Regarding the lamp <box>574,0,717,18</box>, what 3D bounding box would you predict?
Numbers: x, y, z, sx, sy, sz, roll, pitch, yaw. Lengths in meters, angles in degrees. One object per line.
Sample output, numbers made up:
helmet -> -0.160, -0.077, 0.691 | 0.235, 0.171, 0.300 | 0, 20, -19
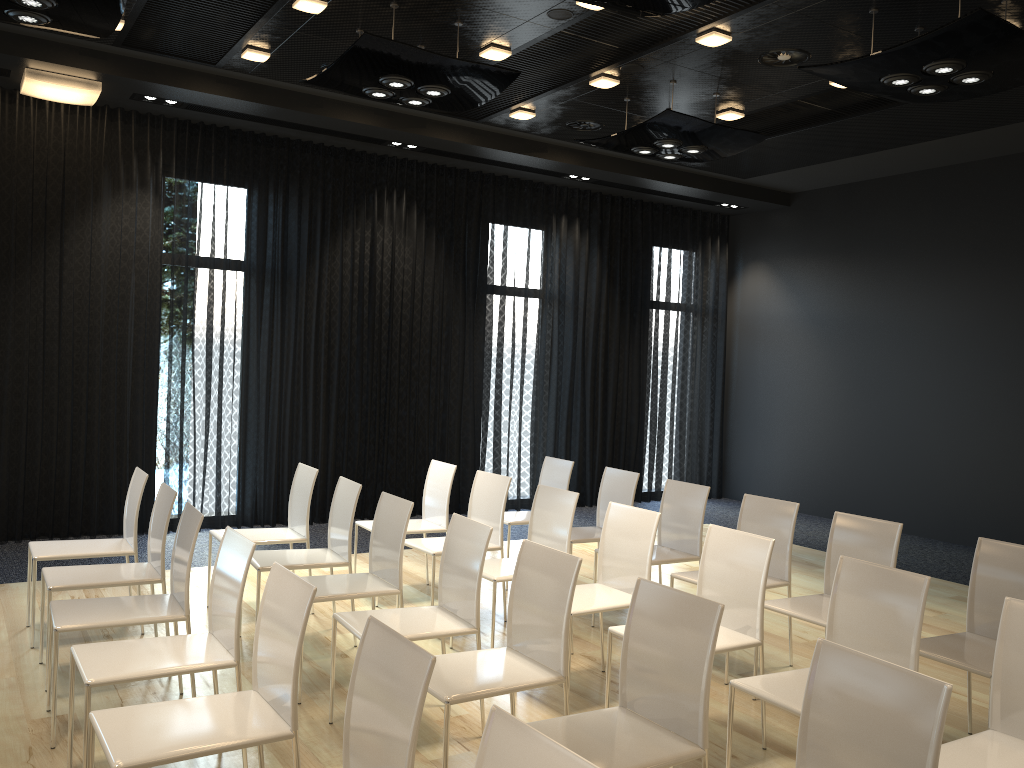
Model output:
lamp -> 0.515, -1.983, 3.810 | 1.097, 0.436, 1.097 | 2, 1, -33

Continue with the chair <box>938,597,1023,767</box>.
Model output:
chair -> 1.435, 1.109, 2.509 | 0.548, 0.872, 0.420 | 1, 1, -36

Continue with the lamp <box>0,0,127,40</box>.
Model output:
lamp -> -2.564, -2.120, 4.452 | 1.097, 0.436, 1.097 | 2, 1, -33

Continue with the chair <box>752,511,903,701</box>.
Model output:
chair -> 1.496, 1.078, 4.179 | 0.548, 0.872, 0.420 | 2, 1, -34

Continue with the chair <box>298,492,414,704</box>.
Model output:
chair -> -0.806, 0.984, 4.235 | 0.548, 0.872, 0.420 | 2, 1, -32

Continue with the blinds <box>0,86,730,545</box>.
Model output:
blinds -> -5.050, -0.541, 5.983 | 18.163, 3.464, 0.261 | 2, 1, -33

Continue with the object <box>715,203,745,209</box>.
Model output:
object -> 2.562, -2.103, 10.432 | 0.389, 0.028, 0.166 | 2, 1, -33

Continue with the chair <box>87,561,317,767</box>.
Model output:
chair -> -0.908, 1.013, 2.593 | 0.548, 0.872, 0.420 | 2, 1, -33

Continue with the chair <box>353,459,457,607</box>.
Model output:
chair -> -0.701, 0.956, 5.836 | 0.548, 0.872, 0.420 | 2, 1, -31

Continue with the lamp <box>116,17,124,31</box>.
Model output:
lamp -> -2.600, -2.334, 5.722 | 0.159, 0.049, 0.159 | 2, 1, -33

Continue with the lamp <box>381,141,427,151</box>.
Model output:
lamp -> -0.989, -2.201, 8.160 | 0.389, 0.028, 0.166 | 2, 1, -33

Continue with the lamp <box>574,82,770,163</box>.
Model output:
lamp -> 1.226, -2.015, 6.876 | 1.097, 0.436, 1.097 | 2, 1, -33

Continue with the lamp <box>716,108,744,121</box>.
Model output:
lamp -> 1.776, -2.188, 7.217 | 0.159, 0.049, 0.159 | 2, 1, -33

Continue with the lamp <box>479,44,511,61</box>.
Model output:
lamp -> -0.113, -2.240, 6.007 | 0.159, 0.049, 0.159 | 2, 1, -33

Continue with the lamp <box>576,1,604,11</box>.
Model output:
lamp -> 0.478, -2.197, 5.082 | 0.159, 0.049, 0.159 | 2, 1, -33

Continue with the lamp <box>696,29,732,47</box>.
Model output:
lamp -> 1.271, -2.176, 5.588 | 0.159, 0.049, 0.159 | 2, 1, -33

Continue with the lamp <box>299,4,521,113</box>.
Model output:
lamp -> -0.669, -2.067, 5.664 | 1.097, 0.436, 1.097 | 2, 1, -33

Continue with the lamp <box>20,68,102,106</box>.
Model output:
lamp -> -3.378, -2.226, 6.633 | 0.499, 0.153, 0.499 | 2, 1, -33

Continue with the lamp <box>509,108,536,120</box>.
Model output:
lamp -> 0.088, -2.260, 7.440 | 0.159, 0.049, 0.159 | 2, 1, -33

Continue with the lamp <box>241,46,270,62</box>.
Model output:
lamp -> -1.802, -2.312, 6.233 | 0.159, 0.049, 0.159 | 2, 1, -33

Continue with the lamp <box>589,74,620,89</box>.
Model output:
lamp -> 0.679, -2.218, 6.516 | 0.159, 0.049, 0.159 | 2, 1, -33

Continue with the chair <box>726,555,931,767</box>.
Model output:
chair -> 1.099, 1.084, 3.073 | 0.548, 0.872, 0.420 | 2, 1, -32

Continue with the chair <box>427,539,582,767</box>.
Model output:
chair -> -0.093, 1.035, 3.138 | 0.548, 0.872, 0.420 | 2, 1, -33

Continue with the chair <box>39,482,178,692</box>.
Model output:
chair -> -1.940, 0.938, 4.265 | 0.548, 0.872, 0.420 | 2, 1, -31

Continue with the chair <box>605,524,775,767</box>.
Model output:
chair -> 0.738, 1.058, 3.658 | 0.548, 0.872, 0.420 | 2, 1, -32

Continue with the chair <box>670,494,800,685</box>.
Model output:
chair -> 1.183, 1.055, 4.707 | 0.548, 0.872, 0.420 | 2, 1, -35

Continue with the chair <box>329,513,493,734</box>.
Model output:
chair -> -0.418, 1.011, 3.683 | 0.548, 0.872, 0.420 | 2, 1, -29

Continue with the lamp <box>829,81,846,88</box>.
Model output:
lamp -> 2.368, -2.145, 6.289 | 0.159, 0.049, 0.159 | 2, 1, -33

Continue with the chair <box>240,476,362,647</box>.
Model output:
chair -> -1.140, 0.960, 4.777 | 0.548, 0.872, 0.420 | 2, 1, -28

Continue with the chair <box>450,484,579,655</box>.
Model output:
chair -> 0.020, 1.007, 4.763 | 0.548, 0.872, 0.420 | 2, 1, -34

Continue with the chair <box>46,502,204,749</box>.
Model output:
chair -> -1.612, 0.962, 3.695 | 0.548, 0.872, 0.420 | 2, 1, -30

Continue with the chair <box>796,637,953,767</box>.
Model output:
chair -> 0.635, 1.087, 1.997 | 0.548, 0.872, 0.420 | 2, 1, -30

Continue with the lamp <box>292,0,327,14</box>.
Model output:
lamp -> -1.209, -2.270, 5.305 | 0.159, 0.049, 0.159 | 2, 1, -33

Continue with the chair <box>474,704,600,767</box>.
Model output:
chair -> -0.166, 1.066, 1.449 | 0.548, 0.872, 0.420 | 2, 1, -35

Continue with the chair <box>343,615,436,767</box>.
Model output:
chair -> -0.513, 1.040, 2.030 | 0.548, 0.872, 0.420 | 2, 1, -33

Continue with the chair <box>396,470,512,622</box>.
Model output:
chair -> -0.342, 0.981, 5.311 | 0.548, 0.872, 0.420 | 1, 1, -36

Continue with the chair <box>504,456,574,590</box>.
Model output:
chair -> 0.105, 0.978, 6.376 | 0.548, 0.872, 0.420 | 2, 1, -31

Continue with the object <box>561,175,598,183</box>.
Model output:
object -> 0.706, -2.154, 9.245 | 0.389, 0.028, 0.166 | 2, 1, -33

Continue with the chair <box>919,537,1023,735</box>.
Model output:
chair -> 1.902, 1.106, 3.599 | 0.548, 0.872, 0.420 | 2, 1, -32

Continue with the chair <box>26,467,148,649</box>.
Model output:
chair -> -2.307, 0.912, 4.821 | 0.548, 0.872, 0.420 | 2, 1, -31

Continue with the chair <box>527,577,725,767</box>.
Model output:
chair -> 0.274, 1.061, 2.581 | 0.548, 0.872, 0.420 | 2, 1, -34

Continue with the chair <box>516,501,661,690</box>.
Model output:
chair -> 0.363, 1.032, 4.206 | 0.548, 0.872, 0.420 | 2, 1, -34

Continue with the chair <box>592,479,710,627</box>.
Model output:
chair -> 0.831, 1.030, 5.258 | 0.548, 0.872, 0.420 | 2, 1, -33

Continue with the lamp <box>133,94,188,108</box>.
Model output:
lamp -> -2.778, -2.250, 7.016 | 0.389, 0.028, 0.166 | 2, 1, -33

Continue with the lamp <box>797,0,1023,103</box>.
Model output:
lamp -> 2.410, -1.930, 5.023 | 1.097, 0.436, 1.097 | 2, 1, -33

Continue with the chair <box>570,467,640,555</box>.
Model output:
chair -> 0.494, 1.005, 5.822 | 0.548, 0.872, 0.420 | 2, 1, -30

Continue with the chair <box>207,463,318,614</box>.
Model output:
chair -> -1.498, 0.934, 5.338 | 0.548, 0.872, 0.420 | 2, 1, -31

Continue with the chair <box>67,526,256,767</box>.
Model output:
chair -> -1.248, 0.988, 3.163 | 0.548, 0.872, 0.420 | 2, 1, -33
